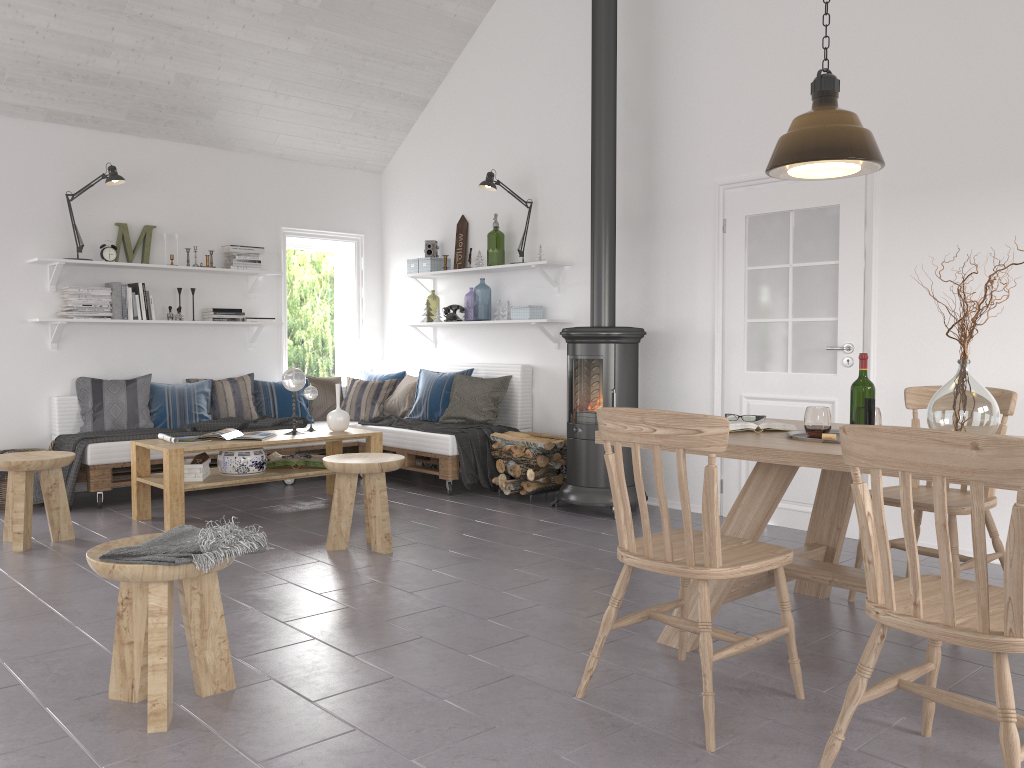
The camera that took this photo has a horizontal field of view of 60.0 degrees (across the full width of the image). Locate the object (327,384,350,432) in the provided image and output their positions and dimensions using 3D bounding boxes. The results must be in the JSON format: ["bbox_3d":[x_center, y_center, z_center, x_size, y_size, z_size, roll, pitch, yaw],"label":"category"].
[{"bbox_3d":[-1.177,0.162,6.008,0.155,0.325,0.155,1,3,18],"label":"object"}]

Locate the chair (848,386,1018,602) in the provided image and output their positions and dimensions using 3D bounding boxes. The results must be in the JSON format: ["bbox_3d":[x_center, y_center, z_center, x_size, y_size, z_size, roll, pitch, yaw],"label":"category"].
[{"bbox_3d":[1.756,0.465,3.682,0.519,0.902,0.506,-2,3,-37],"label":"chair"}]

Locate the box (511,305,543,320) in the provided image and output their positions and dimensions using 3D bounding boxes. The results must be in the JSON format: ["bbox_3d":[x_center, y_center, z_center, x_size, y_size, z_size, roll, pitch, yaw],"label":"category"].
[{"bbox_3d":[0.109,-0.528,6.611,0.137,0.110,0.202,-2,4,-42],"label":"box"}]

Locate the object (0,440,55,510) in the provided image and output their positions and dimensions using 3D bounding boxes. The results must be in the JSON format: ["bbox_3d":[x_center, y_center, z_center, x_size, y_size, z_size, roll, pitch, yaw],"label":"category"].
[{"bbox_3d":[-3.268,0.597,5.903,0.393,0.432,0.393,2,3,34],"label":"object"}]

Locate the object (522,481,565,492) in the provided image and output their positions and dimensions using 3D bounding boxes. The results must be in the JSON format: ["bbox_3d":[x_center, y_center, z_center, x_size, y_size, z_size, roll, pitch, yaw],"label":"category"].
[{"bbox_3d":[0.273,0.692,6.119,0.467,0.060,0.096,-2,4,-42],"label":"object"}]

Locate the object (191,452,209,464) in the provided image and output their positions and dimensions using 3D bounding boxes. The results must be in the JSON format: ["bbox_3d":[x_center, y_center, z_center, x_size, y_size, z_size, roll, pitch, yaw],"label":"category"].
[{"bbox_3d":[-1.926,0.496,5.424,0.090,0.139,0.182,1,3,13],"label":"object"}]

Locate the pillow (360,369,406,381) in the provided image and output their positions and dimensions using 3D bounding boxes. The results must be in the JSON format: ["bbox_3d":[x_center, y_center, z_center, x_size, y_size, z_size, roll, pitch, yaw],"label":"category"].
[{"bbox_3d":[-1.154,0.089,7.772,0.534,0.437,0.287,1,3,20],"label":"pillow"}]

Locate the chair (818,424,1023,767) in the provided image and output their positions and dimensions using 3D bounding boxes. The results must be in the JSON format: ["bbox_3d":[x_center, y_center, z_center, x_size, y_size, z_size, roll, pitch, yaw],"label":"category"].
[{"bbox_3d":[1.087,0.539,2.110,0.519,0.902,0.506,-2,3,-37],"label":"chair"}]

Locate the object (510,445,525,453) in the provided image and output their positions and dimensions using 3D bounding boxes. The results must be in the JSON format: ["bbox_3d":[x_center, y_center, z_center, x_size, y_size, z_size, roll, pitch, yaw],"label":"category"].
[{"bbox_3d":[0.188,0.435,6.201,0.467,0.068,0.096,-3,4,-43],"label":"object"}]

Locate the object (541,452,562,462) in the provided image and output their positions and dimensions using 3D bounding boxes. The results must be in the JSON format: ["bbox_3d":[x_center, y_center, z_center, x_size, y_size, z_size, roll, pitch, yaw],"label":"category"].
[{"bbox_3d":[0.125,0.494,6.195,0.099,0.082,0.538,-3,4,-43],"label":"object"}]

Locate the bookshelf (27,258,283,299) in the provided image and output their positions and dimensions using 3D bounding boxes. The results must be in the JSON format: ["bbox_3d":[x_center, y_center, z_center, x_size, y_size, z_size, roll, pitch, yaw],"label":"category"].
[{"bbox_3d":[-2.632,-0.784,6.719,1.820,0.212,0.269,-2,4,-42],"label":"bookshelf"}]

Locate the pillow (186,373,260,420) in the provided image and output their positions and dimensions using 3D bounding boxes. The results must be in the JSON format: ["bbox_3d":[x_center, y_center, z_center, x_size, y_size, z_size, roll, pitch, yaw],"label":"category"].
[{"bbox_3d":[-2.245,0.138,6.955,0.546,0.438,0.316,-2,3,-30],"label":"pillow"}]

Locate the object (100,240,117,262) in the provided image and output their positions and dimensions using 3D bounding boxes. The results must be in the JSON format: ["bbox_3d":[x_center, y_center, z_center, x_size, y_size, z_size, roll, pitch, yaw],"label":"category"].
[{"bbox_3d":[-2.921,-0.957,6.423,0.120,0.165,0.050,-2,4,-42],"label":"object"}]

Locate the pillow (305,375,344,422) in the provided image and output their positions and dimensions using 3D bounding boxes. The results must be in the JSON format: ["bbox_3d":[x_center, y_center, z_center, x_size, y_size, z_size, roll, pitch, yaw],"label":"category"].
[{"bbox_3d":[-1.621,0.113,7.538,0.545,0.438,0.334,-2,3,-37],"label":"pillow"}]

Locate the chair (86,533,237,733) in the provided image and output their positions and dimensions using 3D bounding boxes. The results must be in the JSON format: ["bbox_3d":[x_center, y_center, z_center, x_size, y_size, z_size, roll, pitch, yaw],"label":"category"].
[{"bbox_3d":[-1.034,0.726,2.662,0.431,0.479,0.431,-1,3,-26],"label":"chair"}]

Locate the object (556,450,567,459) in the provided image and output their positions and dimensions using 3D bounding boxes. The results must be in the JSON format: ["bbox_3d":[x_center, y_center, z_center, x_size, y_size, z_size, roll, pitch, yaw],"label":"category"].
[{"bbox_3d":[0.228,0.469,6.242,0.097,0.057,0.562,-3,4,-43],"label":"object"}]

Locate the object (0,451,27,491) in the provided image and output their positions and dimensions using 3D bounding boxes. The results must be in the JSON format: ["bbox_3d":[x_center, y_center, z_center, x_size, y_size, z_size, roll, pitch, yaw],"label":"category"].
[{"bbox_3d":[-3.272,0.596,5.831,0.303,0.332,0.367,0,3,3],"label":"object"}]

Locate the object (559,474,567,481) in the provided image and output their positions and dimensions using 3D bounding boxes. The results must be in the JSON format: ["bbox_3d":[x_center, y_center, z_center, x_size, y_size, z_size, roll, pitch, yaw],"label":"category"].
[{"bbox_3d":[0.220,0.629,6.268,0.095,0.063,0.562,-2,4,-42],"label":"object"}]

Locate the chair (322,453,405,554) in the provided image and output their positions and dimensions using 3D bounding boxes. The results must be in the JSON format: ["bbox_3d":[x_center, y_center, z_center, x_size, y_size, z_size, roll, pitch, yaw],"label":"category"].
[{"bbox_3d":[-0.783,0.630,4.705,0.431,0.479,0.431,3,4,44],"label":"chair"}]

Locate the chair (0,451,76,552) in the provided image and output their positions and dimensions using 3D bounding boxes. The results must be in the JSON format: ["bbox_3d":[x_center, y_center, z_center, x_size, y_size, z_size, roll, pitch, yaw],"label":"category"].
[{"bbox_3d":[-2.592,0.626,4.791,0.431,0.479,0.431,-3,4,-45],"label":"chair"}]

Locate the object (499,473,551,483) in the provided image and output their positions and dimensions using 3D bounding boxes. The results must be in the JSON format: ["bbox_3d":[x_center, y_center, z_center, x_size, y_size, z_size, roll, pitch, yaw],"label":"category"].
[{"bbox_3d":[0.081,0.634,6.141,0.095,0.069,0.468,-2,4,-43],"label":"object"}]

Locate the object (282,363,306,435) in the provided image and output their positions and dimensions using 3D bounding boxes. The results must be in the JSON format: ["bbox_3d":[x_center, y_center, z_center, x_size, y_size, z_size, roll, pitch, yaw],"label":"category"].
[{"bbox_3d":[-1.435,0.097,5.840,0.155,0.468,0.155,1,3,26],"label":"object"}]

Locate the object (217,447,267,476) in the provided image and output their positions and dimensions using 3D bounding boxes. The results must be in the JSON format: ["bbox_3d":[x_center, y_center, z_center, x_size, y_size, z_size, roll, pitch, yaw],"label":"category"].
[{"bbox_3d":[-1.696,0.484,5.582,0.302,0.161,0.302,3,4,44],"label":"object"}]

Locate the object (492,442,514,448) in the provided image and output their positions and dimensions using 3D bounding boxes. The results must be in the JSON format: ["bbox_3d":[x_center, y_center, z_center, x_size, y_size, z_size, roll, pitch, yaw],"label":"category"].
[{"bbox_3d":[0.066,0.428,6.325,0.467,0.061,0.098,-2,4,-41],"label":"object"}]

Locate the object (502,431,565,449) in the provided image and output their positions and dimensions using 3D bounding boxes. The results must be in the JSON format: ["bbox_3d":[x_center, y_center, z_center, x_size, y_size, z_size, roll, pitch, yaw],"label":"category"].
[{"bbox_3d":[0.137,0.389,6.190,0.095,0.074,0.562,-2,4,-42],"label":"object"}]

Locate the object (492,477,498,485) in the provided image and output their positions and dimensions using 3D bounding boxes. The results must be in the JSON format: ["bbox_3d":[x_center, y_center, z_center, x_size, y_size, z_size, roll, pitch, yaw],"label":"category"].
[{"bbox_3d":[0.080,0.670,6.407,0.561,0.056,0.052,-2,4,-42],"label":"object"}]

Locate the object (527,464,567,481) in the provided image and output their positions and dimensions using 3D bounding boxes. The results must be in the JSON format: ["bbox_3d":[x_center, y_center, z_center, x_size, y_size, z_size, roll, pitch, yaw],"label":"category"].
[{"bbox_3d":[0.313,0.578,6.095,0.520,0.142,0.118,-2,3,-39],"label":"object"}]

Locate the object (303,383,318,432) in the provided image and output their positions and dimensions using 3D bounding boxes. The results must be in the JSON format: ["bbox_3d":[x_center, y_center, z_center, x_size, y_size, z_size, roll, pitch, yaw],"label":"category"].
[{"bbox_3d":[-1.367,0.157,6.030,0.109,0.329,0.109,1,3,16],"label":"object"}]

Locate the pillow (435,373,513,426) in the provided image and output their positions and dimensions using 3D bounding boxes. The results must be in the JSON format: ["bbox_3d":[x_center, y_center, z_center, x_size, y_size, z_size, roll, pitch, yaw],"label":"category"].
[{"bbox_3d":[-0.280,0.125,6.722,0.519,0.395,0.334,1,3,25],"label":"pillow"}]

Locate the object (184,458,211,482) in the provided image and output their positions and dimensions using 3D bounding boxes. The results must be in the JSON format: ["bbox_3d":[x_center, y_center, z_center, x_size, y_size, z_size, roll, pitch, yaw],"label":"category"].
[{"bbox_3d":[-1.924,0.520,5.359,0.155,0.102,0.281,0,3,-10],"label":"object"}]

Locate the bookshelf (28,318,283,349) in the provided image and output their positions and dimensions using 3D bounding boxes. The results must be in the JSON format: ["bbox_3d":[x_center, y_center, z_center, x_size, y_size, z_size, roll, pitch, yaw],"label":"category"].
[{"bbox_3d":[-2.632,-0.374,6.738,1.820,0.212,0.269,-2,4,-42],"label":"bookshelf"}]

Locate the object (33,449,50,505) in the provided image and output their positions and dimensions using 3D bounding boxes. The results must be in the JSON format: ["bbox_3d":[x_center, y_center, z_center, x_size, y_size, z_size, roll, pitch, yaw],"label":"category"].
[{"bbox_3d":[-3.233,0.611,5.875,0.349,0.356,0.290,2,4,42],"label":"object"}]

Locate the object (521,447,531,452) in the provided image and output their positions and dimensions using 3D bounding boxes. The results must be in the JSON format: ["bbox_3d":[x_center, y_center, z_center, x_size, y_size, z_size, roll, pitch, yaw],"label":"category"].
[{"bbox_3d":[0.228,0.439,6.139,0.425,0.034,0.044,-3,4,-43],"label":"object"}]

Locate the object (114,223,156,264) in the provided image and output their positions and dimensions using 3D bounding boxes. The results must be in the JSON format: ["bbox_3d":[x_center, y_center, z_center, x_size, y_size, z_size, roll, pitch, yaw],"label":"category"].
[{"bbox_3d":[-2.839,-1.041,6.649,0.330,0.311,0.052,-2,4,-42],"label":"object"}]

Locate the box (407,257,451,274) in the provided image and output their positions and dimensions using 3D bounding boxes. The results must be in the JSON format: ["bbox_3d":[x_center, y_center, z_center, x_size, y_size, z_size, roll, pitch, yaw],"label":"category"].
[{"bbox_3d":[-0.696,-0.992,7.514,0.242,0.131,0.332,-2,4,-42],"label":"box"}]

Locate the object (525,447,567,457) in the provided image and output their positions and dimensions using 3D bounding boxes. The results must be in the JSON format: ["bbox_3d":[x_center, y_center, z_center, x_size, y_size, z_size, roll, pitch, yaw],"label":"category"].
[{"bbox_3d":[0.281,0.442,6.094,0.466,0.088,0.098,-2,4,-41],"label":"object"}]

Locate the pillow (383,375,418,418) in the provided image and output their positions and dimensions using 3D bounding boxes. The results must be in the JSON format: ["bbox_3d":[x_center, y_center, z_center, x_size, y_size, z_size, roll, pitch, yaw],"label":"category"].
[{"bbox_3d":[-0.848,0.126,7.336,0.521,0.381,0.366,3,4,44],"label":"pillow"}]

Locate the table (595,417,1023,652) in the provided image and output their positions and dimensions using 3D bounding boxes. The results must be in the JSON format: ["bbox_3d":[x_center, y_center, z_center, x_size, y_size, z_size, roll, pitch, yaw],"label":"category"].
[{"bbox_3d":[1.465,0.578,2.918,1.001,0.749,2.300,-2,4,-42],"label":"table"}]

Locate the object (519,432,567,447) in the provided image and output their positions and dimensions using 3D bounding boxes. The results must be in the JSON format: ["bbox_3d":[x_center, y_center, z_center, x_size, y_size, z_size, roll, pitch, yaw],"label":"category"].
[{"bbox_3d":[0.220,0.390,6.254,0.101,0.070,0.541,-2,4,-42],"label":"object"}]

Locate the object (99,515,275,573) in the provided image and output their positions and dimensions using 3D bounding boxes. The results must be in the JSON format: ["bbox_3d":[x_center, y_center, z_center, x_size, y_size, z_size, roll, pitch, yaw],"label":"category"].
[{"bbox_3d":[-0.968,0.475,2.659,0.348,0.120,0.462,1,3,18],"label":"object"}]

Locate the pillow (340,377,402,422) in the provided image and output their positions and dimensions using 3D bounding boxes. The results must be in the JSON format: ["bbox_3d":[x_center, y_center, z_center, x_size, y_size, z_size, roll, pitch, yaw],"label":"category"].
[{"bbox_3d":[-1.225,0.142,7.487,0.516,0.392,0.358,1,3,17],"label":"pillow"}]

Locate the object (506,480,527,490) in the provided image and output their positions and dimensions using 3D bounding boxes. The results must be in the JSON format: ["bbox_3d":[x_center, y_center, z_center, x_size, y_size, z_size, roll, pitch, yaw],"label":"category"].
[{"bbox_3d":[0.193,0.680,6.208,0.562,0.056,0.097,-3,4,-43],"label":"object"}]

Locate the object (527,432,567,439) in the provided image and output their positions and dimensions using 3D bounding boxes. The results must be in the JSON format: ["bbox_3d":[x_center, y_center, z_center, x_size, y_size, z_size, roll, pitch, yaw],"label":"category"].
[{"bbox_3d":[0.276,0.388,6.317,0.095,0.063,0.467,-2,4,-43],"label":"object"}]

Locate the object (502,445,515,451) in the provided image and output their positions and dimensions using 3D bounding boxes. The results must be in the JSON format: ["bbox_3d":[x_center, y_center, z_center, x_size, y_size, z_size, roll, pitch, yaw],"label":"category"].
[{"bbox_3d":[0.127,0.433,6.267,0.467,0.060,0.098,-2,3,-39],"label":"object"}]

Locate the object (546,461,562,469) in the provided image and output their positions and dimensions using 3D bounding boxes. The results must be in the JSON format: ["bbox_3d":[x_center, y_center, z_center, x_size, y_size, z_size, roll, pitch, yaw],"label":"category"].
[{"bbox_3d":[0.121,0.532,6.157,0.095,0.063,0.562,-2,4,-42],"label":"object"}]

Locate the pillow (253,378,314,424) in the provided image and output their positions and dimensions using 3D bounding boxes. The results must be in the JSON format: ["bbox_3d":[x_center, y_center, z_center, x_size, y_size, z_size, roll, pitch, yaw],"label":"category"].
[{"bbox_3d":[-1.879,0.159,7.210,0.523,0.408,0.341,-1,3,-27],"label":"pillow"}]

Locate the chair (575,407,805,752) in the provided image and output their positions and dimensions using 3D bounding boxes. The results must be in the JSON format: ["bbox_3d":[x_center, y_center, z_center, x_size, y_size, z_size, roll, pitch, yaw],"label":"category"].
[{"bbox_3d":[0.552,0.512,2.693,0.519,0.902,0.506,-2,4,-42],"label":"chair"}]

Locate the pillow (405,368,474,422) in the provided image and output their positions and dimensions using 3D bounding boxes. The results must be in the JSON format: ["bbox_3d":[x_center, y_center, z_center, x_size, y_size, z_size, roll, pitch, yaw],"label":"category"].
[{"bbox_3d":[-0.580,0.088,7.026,0.526,0.428,0.311,1,3,26],"label":"pillow"}]

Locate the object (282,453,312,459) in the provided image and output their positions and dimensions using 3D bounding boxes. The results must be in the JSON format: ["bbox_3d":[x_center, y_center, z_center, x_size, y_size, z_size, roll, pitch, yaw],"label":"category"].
[{"bbox_3d":[-1.409,0.478,5.858,0.176,0.029,0.195,-2,3,-32],"label":"object"}]

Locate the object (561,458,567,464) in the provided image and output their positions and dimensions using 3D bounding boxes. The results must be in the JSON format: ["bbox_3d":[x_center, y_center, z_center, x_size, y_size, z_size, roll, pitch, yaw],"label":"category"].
[{"bbox_3d":[0.219,0.507,6.282,0.101,0.070,0.539,-2,4,-42],"label":"object"}]

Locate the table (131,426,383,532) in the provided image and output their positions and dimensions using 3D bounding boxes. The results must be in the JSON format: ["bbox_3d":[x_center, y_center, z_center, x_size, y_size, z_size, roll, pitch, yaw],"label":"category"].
[{"bbox_3d":[-1.603,0.578,5.731,1.457,0.485,0.607,-2,4,-42],"label":"table"}]
